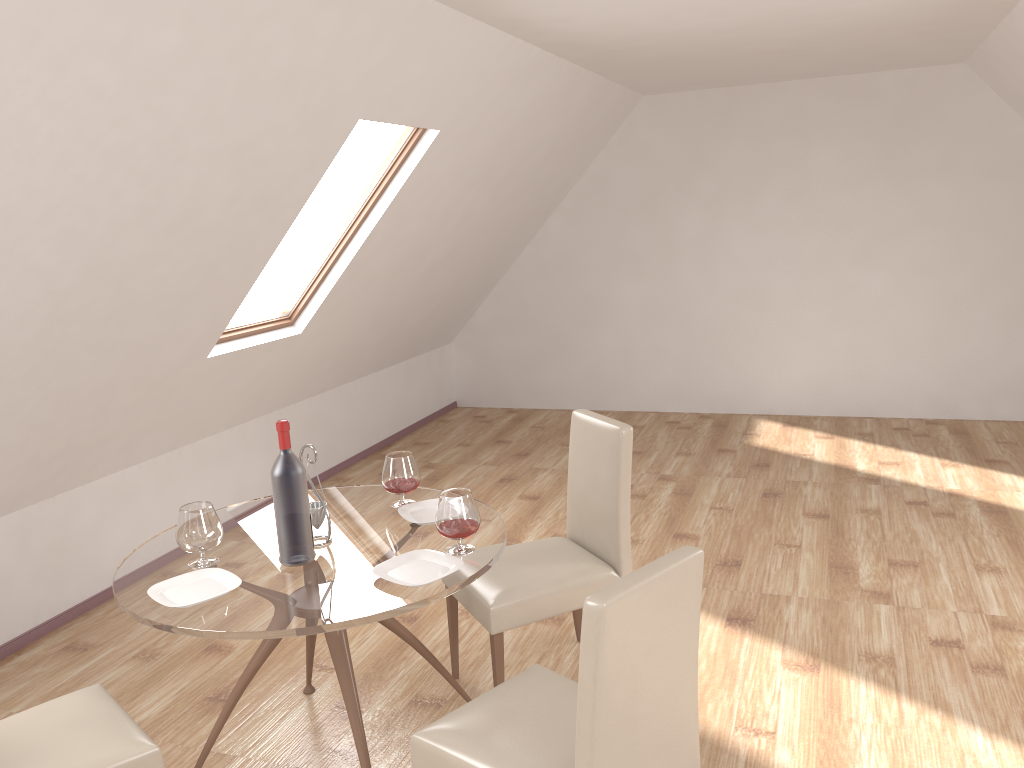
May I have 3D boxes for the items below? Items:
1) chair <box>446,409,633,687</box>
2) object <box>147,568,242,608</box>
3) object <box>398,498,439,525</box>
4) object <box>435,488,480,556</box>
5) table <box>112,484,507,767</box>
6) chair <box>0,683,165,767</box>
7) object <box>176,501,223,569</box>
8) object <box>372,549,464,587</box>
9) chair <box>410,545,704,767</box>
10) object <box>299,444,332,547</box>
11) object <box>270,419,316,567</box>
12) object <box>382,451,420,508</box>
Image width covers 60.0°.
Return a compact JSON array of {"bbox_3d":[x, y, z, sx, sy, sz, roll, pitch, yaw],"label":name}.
[{"bbox_3d":[0.104,0.649,3.271,0.618,0.999,0.477,-8,12,-24],"label":"chair"},{"bbox_3d":[-0.885,0.575,2.480,0.228,0.020,0.228,-14,15,-42],"label":"object"},{"bbox_3d":[-0.263,0.435,3.000,0.228,0.020,0.228,-8,12,-23],"label":"object"},{"bbox_3d":[-0.163,0.413,2.665,0.136,0.183,0.136,-3,11,0],"label":"object"},{"bbox_3d":[-0.594,0.881,2.887,1.198,0.770,1.198,6,15,41],"label":"table"},{"bbox_3d":[-1.281,0.936,2.234,0.618,0.999,0.477,-13,15,-40],"label":"chair"},{"bbox_3d":[-0.945,0.456,2.683,0.136,0.183,0.136,-13,15,-41],"label":"object"},{"bbox_3d":[-0.266,0.529,2.524,0.228,0.020,0.228,7,15,42],"label":"object"},{"bbox_3d":[0.120,0.860,2.194,0.477,0.999,0.618,-14,15,-43],"label":"chair"},{"bbox_3d":[-0.624,0.345,2.783,0.086,0.322,0.096,-7,12,-16],"label":"object"},{"bbox_3d":[-0.656,0.320,2.625,0.109,0.435,0.109,0,12,17],"label":"object"},{"bbox_3d":[-0.391,0.336,3.123,0.136,0.183,0.136,-3,11,0],"label":"object"}]
